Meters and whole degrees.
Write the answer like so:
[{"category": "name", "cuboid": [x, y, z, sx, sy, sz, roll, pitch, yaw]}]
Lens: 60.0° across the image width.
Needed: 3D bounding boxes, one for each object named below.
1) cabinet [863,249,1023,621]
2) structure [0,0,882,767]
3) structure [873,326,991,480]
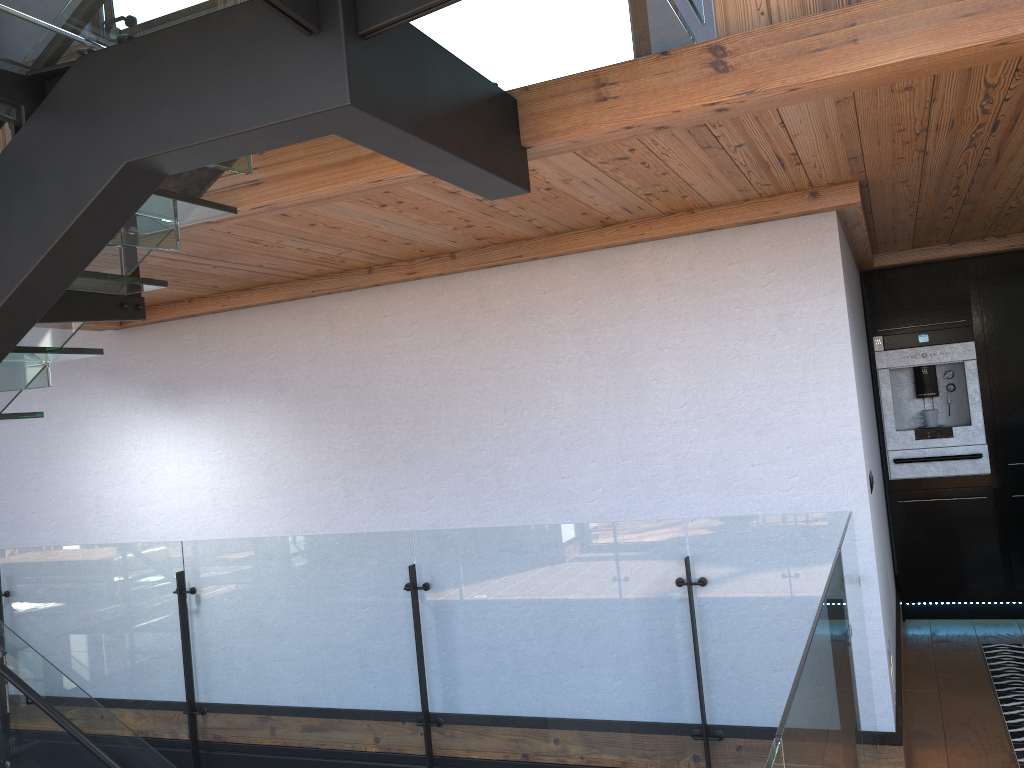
[{"category": "cabinet", "cuboid": [5.456, 0.034, 4.830, 6.372, 2.381, 0.548, -6, -2, 22]}, {"category": "structure", "cuboid": [-1.886, 1.434, 0.155, 10.927, 6.401, 9.290, -6, -2, 23]}, {"category": "structure", "cuboid": [2.717, 0.128, 5.758, 0.592, 0.946, 0.257, -7, -2, 22]}]
